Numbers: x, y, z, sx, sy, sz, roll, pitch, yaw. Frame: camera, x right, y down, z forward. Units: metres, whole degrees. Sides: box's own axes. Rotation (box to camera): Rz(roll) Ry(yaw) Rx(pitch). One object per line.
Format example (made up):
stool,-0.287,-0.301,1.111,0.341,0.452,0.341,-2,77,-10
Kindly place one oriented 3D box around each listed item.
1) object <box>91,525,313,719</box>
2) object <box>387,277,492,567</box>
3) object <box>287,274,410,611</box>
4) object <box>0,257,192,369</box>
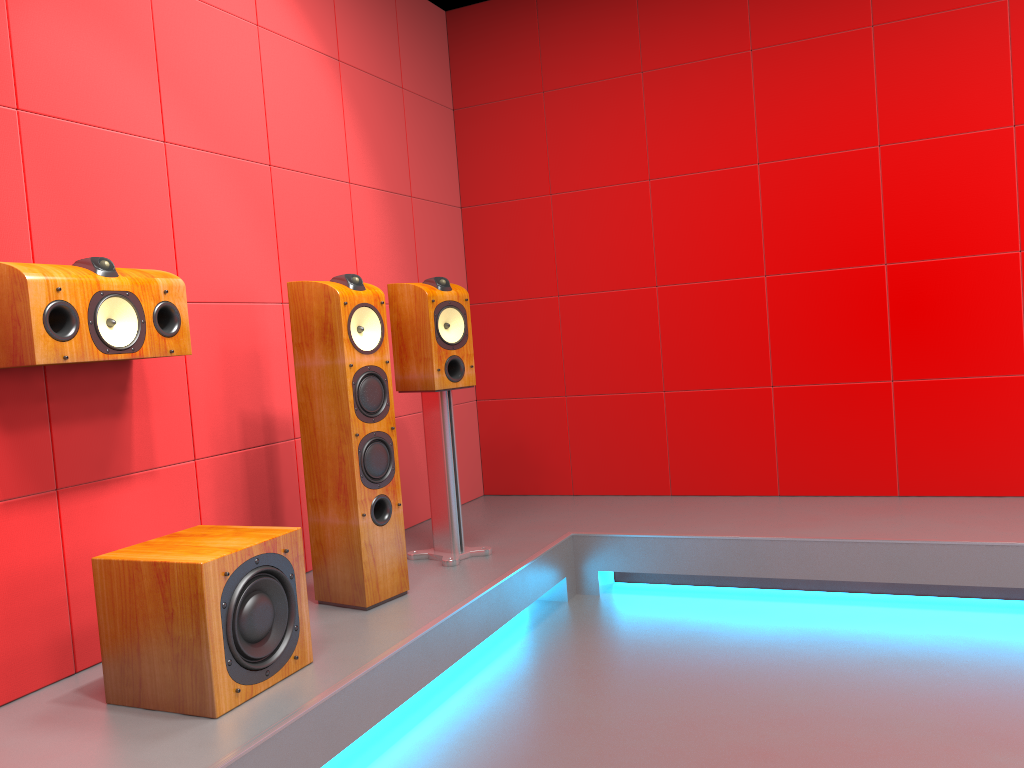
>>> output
object,-0.763,0.575,2.232,0.360,0.360,0.360,-3,3,24
object,-0.278,0.130,3.356,0.265,1.058,0.231,-2,4,44
object,-0.524,0.177,2.866,0.238,1.052,0.203,-2,4,34
object,-1.118,-0.192,2.327,0.235,0.271,0.493,-3,3,24
